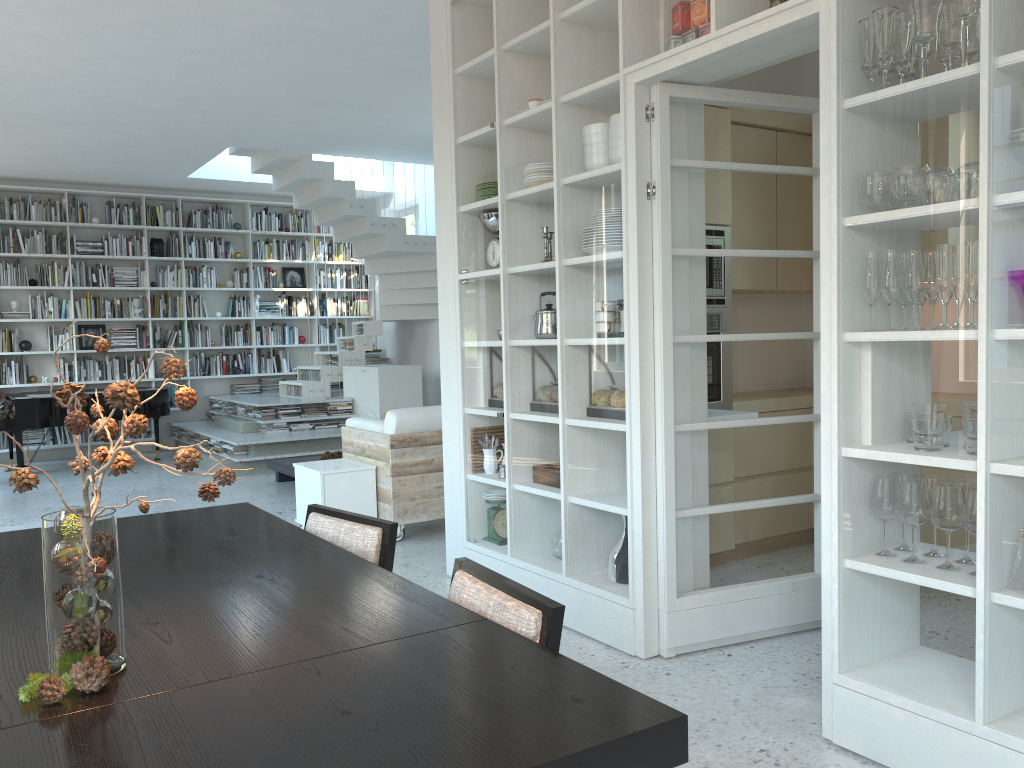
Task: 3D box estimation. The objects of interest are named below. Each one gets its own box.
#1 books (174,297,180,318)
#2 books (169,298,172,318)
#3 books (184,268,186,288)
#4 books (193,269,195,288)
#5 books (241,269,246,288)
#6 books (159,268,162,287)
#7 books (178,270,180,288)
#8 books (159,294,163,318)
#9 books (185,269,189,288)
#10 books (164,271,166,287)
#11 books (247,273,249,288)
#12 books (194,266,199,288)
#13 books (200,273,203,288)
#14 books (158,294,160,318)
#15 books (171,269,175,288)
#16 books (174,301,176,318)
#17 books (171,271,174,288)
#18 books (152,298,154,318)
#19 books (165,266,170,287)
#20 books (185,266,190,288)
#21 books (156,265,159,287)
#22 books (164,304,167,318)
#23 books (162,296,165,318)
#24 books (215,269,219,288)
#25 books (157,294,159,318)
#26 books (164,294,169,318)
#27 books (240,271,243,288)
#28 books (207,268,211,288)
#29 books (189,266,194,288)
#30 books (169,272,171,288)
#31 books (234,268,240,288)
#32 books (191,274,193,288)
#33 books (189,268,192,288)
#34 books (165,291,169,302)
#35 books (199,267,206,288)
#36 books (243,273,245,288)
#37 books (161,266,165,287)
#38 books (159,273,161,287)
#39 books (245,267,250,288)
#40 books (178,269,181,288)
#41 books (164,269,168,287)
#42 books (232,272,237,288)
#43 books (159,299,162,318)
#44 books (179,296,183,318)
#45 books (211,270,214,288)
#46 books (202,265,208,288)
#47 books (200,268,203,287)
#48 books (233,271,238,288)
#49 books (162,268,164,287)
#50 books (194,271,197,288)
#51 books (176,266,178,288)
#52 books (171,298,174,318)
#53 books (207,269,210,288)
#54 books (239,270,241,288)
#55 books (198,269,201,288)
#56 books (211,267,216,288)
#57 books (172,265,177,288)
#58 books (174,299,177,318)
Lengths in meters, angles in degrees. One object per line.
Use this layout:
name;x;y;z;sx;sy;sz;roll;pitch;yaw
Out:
books;-4.183;-0.954;11.073;0.032;0.266;0.143;-4;4;-33
books;-4.266;-0.943;11.023;0.033;0.253;0.174;-4;4;-33
books;-4.119;-1.319;11.086;0.028;0.251;0.190;-4;4;-33
books;-4.019;-1.318;11.165;0.013;0.236;0.157;-4;4;-33
books;-3.480;-1.360;11.497;0.016;0.257;0.175;-4;4;-33
books;-4.349;-1.301;10.961;0.024;0.243;0.159;-4;4;-33
books;-4.166;-1.304;11.047;0.028;0.230;0.176;-4;4;-33
books;-4.342;-0.958;10.963;0.019;0.294;0.163;-4;4;-33
books;-4.096;-1.317;11.129;0.030;0.242;0.138;-4;4;-33
books;-4.309;-1.286;10.981;0.023;0.207;0.171;-4;4;-33
books;-3.449;-1.336;11.522;0.012;0.206;0.169;-4;4;-33
books;-3.977;-1.341;11.170;0.014;0.280;0.177;-4;4;-33
books;-3.949;-1.301;11.208;0.025;0.194;0.171;-4;4;-33
books;-4.379;-0.956;10.954;0.035;0.293;0.145;-4;4;-33
books;-4.217;-1.304;11.034;0.024;0.234;0.149;-4;4;-33
books;-4.216;-0.920;11.036;0.034;0.204;0.181;-4;4;-33
books;-4.229;-1.291;11.019;0.029;0.211;0.157;-4;4;-33
books;-4.445;-0.931;10.932;0.013;0.247;0.176;-4;4;-33
books;-4.269;-1.320;10.974;0.028;0.275;0.186;-4;4;-33
books;-4.076;-1.336;11.136;0.014;0.279;0.153;-4;4;-33
books;-4.377;-1.321;10.943;0.018;0.285;0.159;-4;4;-33
books;-4.317;-0.905;11.013;0.030;0.181;0.131;-4;4;-33
books;-4.338;-0.952;10.994;0.035;0.278;0.139;-4;4;-33
books;-3.786;-1.341;11.324;0.034;0.254;0.161;-4;4;-33
books;-4.382;-0.955;10.934;0.035;0.293;0.145;-4;4;-33
books;-4.280;-0.961;10.987;0.019;0.293;0.182;-4;4;-33
books;-3.524;-1.344;11.489;0.016;0.228;0.160;-4;4;-33
books;-3.858;-1.341;11.280;0.024;0.262;0.133;-4;4;-33
books;-4.041;-1.342;11.173;0.014;0.284;0.135;-4;4;-33
books;-4.260;-1.281;10.995;0.024;0.195;0.172;-4;4;-33
books;-3.553;-1.361;11.454;0.015;0.268;0.164;-4;4;-33
books;-4.046;-1.288;11.153;0.021;0.179;0.136;-4;4;-33
books;-4.055;-1.321;11.131;0.014;0.248;0.176;-4;4;-33
books;-4.280;-0.984;11.008;0.021;0.338;0.169;-4;4;-33
books;-3.907;-1.337;11.211;0.030;0.263;0.182;-4;4;-33
books;-3.497;-1.332;11.499;0.013;0.202;0.173;-4;4;-33
books;-4.320;-1.319;10.974;0.019;0.275;0.146;-4;4;-33
books;-4.353;-1.271;10.935;0.028;0.185;0.181;-4;4;-33
books;-3.439;-1.373;11.519;0.005;0.278;0.182;-4;4;-33
books;-4.159;-1.309;11.070;0.026;0.238;0.173;-4;4;-33
books;-4.294;-1.301;10.984;0.023;0.236;0.178;-4;4;-33
books;-3.589;-1.336;11.453;0.015;0.220;0.140;-4;4;-33
books;-4.357;-0.927;10.959;0.015;0.232;0.180;-4;4;-33
books;-4.158;-0.958;11.104;0.033;0.269;0.141;-4;4;-33
books;-3.831;-1.327;11.281;0.021;0.232;0.183;-4;4;-33
books;-3.897;-1.355;11.247;0.027;0.295;0.159;-4;4;-33
books;-3.938;-1.333;11.221;0.011;0.257;0.131;-4;4;-33
books;-3.571;-1.343;11.458;0.012;0.232;0.154;-4;4;-33
books;-4.331;-1.305;10.966;0.028;0.250;0.164;-4;4;-33
books;-4.003;-1.309;11.178;0.026;0.216;0.161;-4;4;-33
books;-4.190;-1.327;11.050;0.025;0.277;0.173;-4;4;-33
books;-4.233;-0.938;11.015;0.027;0.242;0.188;-4;4;-33
books;-3.867;-1.331;11.250;0.025;0.245;0.183;-4;4;-33
books;-3.546;-1.350;11.473;0.016;0.244;0.151;-4;4;-33
books;-3.964;-1.321;11.187;0.022;0.237;0.164;-4;4;-33
books;-3.806;-1.348;11.283;0.024;0.272;0.169;-4;4;-33
books;-4.204;-1.335;11.043;0.028;0.294;0.154;-4;4;-33
books;-4.206;-0.940;11.065;0.028;0.240;0.145;-4;4;-33
